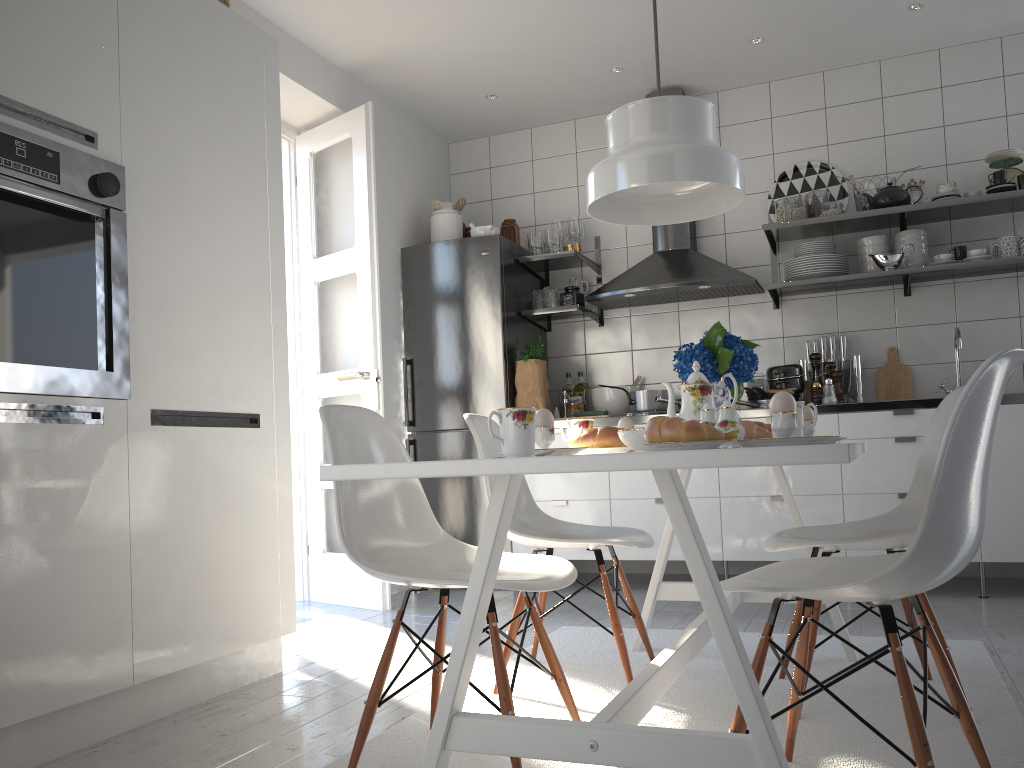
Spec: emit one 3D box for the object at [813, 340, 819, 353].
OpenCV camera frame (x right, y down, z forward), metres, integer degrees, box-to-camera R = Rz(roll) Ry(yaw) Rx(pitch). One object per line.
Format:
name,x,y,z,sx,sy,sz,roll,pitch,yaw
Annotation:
object,1.536,-0.163,4.473,0.028,0.114,0.019,-3,-3,18

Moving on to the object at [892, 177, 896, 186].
object,1.835,-0.897,4.328,0.085,0.226,0.027,-3,-3,5

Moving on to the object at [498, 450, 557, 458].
object,0.025,0.144,1.806,0.140,0.011,0.032,-4,-5,19

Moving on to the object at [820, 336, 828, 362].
object,1.571,-0.175,4.458,0.033,0.132,0.022,-4,-3,27

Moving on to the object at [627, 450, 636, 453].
object,0.286,0.185,2.439,0.140,0.011,0.032,-5,-5,26

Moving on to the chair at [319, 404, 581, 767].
chair,-0.136,0.428,1.944,0.543,0.799,0.465,-4,-3,21

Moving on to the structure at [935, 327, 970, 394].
structure,2.116,-0.088,4.139,0.189,0.352,0.275,-2,-3,-1

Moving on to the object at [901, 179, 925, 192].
object,1.937,-0.897,4.270,0.104,0.203,0.077,-4,-3,20

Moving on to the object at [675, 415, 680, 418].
object,0.389,0.115,2.080,0.187,0.083,0.140,-4,-4,22

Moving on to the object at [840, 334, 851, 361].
object,1.663,-0.182,4.420,0.046,0.132,0.022,-4,-3,26

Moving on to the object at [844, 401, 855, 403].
object,1.632,0.097,4.309,0.072,0.031,0.070,-4,-5,22

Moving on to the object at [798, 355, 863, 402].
object,1.597,-0.002,4.443,0.322,0.260,0.067,-4,-3,22

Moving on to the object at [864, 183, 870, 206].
object,1.776,-0.892,4.396,0.029,0.232,0.063,-3,-3,10

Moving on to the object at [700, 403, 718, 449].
object,0.430,0.092,1.936,0.069,0.102,0.065,-4,-3,22

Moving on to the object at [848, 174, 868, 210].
object,1.698,-0.903,4.309,0.113,0.249,0.021,-4,-3,27

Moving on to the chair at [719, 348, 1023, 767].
chair,0.628,0.365,1.574,0.543,0.799,0.465,-5,-4,36

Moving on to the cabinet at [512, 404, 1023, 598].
cabinet,1.610,0.540,4.123,3.241,0.794,0.663,-4,-4,22

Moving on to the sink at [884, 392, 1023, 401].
sink,2.018,0.118,3.944,0.766,0.111,0.488,-4,-5,22

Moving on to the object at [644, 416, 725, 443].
object,0.307,0.087,1.644,0.124,0.057,0.161,-1,-5,-13

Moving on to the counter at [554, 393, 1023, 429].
counter,1.595,0.123,4.146,3.242,0.045,0.651,-4,-5,22

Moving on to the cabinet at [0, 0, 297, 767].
cabinet,-1.241,-0.134,2.399,0.513,2.093,1.379,-3,-3,22

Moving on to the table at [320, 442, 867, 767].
table,0.422,0.489,2.126,0.814,0.659,1.828,-4,-5,22

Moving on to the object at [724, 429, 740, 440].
object,0.359,0.105,1.640,0.109,0.036,0.070,-1,-5,-19

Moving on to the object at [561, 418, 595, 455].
object,0.180,0.140,2.344,0.078,0.095,0.091,-4,-4,21

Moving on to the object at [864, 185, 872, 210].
object,1.775,-0.887,4.375,0.028,0.220,0.100,-2,-3,-6

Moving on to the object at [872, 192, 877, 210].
object,1.781,-0.868,4.353,0.024,0.175,0.097,-4,-3,34

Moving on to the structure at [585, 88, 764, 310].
structure,0.805,-0.998,4.602,0.869,1.090,0.472,-4,-3,22

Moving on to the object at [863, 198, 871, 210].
object,1.750,-0.862,4.350,0.022,0.167,0.125,-3,-3,8

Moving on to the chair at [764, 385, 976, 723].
chair,0.932,0.411,2.291,0.542,0.799,0.465,-3,-3,11

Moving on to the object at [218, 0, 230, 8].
object,-0.969,-1.361,2.763,0.091,0.451,0.229,-4,-3,23

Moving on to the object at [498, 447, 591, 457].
object,0.070,0.148,1.910,0.201,0.016,0.201,0,-5,-23

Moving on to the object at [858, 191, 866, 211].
object,1.737,-0.868,4.371,0.023,0.186,0.080,-2,-3,-4

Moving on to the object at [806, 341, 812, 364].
object,1.503,-0.161,4.486,0.028,0.114,0.019,-3,-3,18

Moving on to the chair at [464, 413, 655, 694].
chair,0.146,0.473,2.629,0.543,0.799,0.465,-3,-3,16

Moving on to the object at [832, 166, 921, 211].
object,1.784,-0.919,4.324,0.378,0.278,0.198,-3,-3,5

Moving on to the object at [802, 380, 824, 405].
object,1.498,0.052,4.380,0.115,0.144,0.128,-1,-4,-29

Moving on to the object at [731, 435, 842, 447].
object,0.512,0.109,1.659,0.201,0.016,0.201,-6,-6,37

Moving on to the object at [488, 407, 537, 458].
object,0.005,0.095,1.713,0.091,0.095,0.078,-3,-3,9

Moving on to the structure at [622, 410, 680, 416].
structure,0.815,0.147,4.460,0.467,0.029,0.491,-4,-5,22

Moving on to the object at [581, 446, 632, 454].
object,0.232,0.164,2.185,0.158,0.016,0.158,-2,-5,-8

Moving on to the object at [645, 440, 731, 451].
object,0.325,0.115,1.639,0.158,0.016,0.158,-2,-5,-8

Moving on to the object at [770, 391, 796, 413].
object,0.508,0.045,1.662,0.048,0.063,0.048,-4,-4,26

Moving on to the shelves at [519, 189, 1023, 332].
shelves,1.280,-0.655,4.422,2.542,0.511,0.427,-4,-4,22

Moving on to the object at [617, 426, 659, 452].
object,0.308,0.117,1.911,0.158,0.058,0.158,-3,-5,12

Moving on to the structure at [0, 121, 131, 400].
structure,-1.211,-0.269,2.125,0.322,0.608,0.728,-4,-4,22

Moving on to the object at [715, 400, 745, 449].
object,0.457,0.086,1.874,0.069,0.102,0.065,-4,-3,22

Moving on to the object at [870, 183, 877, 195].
object,1.803,-0.893,4.377,0.025,0.227,0.086,-2,-3,-8

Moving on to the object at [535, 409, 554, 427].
object,0.068,0.084,1.912,0.048,0.063,0.048,-4,-4,26

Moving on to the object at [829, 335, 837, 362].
object,1.611,-0.178,4.442,0.033,0.132,0.022,-4,-3,27

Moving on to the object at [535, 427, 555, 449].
object,0.069,0.122,1.911,0.048,0.057,0.048,-1,-4,-27

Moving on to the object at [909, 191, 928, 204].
object,1.941,-0.856,4.255,0.084,0.130,0.084,-2,-3,1

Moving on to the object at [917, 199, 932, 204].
object,1.933,-0.825,4.128,0.079,0.047,0.082,-2,-4,-3

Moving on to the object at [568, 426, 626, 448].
object,0.226,0.134,2.169,0.161,0.057,0.124,-1,-4,-13
